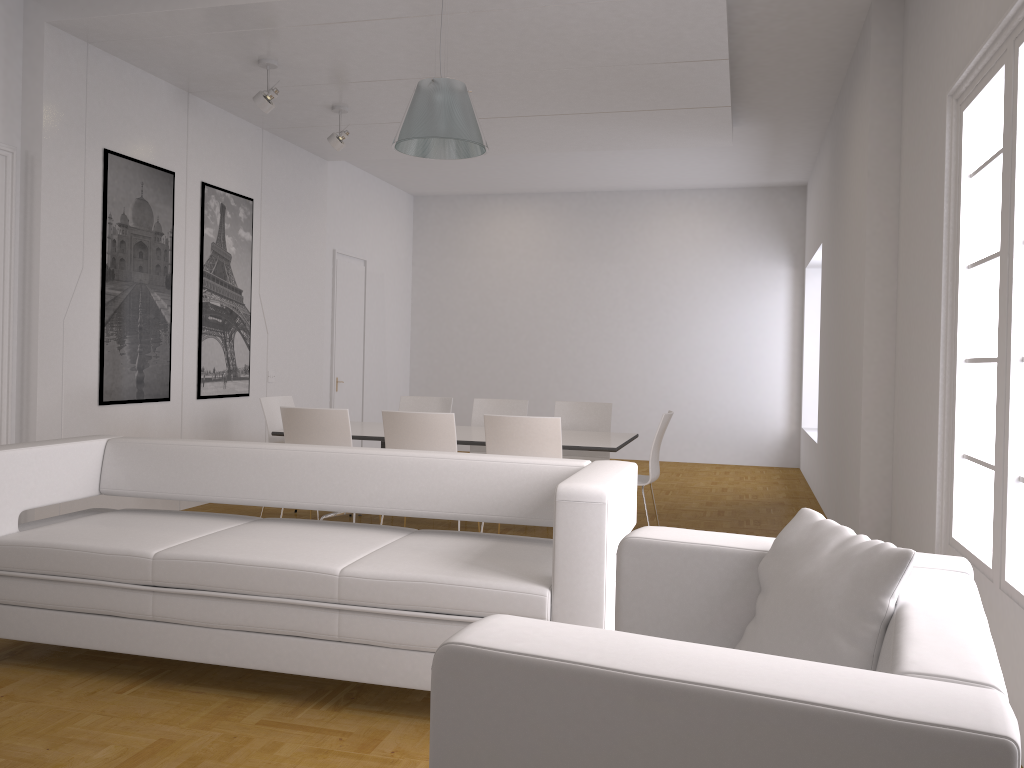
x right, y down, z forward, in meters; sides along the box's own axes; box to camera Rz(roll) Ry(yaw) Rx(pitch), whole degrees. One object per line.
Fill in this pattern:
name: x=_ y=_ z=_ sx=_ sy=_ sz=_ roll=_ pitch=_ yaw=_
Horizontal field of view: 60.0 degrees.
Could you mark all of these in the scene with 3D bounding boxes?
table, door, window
table: x=-0.364 y=0.714 z=6.452 sx=2.411 sy=0.722 sz=1.211 roll=2 pitch=1 yaw=15
door: x=-1.918 y=-0.291 z=10.367 sx=0.132 sy=2.453 sz=0.871 roll=1 pitch=0 yaw=15
window: x=1.595 y=-0.036 z=2.361 sx=0.195 sy=2.527 sz=3.351 roll=1 pitch=1 yaw=15

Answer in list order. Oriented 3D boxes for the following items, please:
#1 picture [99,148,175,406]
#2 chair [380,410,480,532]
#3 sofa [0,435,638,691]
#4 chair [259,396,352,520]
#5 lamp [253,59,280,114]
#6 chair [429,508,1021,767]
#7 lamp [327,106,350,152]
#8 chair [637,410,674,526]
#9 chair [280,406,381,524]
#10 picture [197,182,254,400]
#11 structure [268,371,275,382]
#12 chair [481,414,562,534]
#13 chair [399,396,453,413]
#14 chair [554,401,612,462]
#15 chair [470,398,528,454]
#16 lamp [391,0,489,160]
picture: x=-2.735 y=-0.748 z=6.510 sx=0.013 sy=1.780 sz=0.787 roll=1 pitch=1 yaw=15
chair: x=-0.530 y=0.630 z=5.690 sx=0.561 sy=0.931 sz=0.575 roll=1 pitch=1 yaw=15
sofa: x=-0.864 y=0.706 z=3.567 sx=2.623 sy=0.848 sz=0.822 roll=2 pitch=1 yaw=15
chair: x=-1.591 y=0.571 z=6.753 sx=0.575 sy=0.931 sz=0.561 roll=1 pitch=1 yaw=15
lamp: x=-1.749 y=-2.098 z=6.274 sx=0.167 sy=0.364 sz=0.173 roll=1 pitch=1 yaw=-33
chair: x=0.441 y=0.741 z=1.671 sx=0.801 sy=0.911 sz=1.096 roll=2 pitch=1 yaw=24
lamp: x=-1.457 y=-2.121 z=7.394 sx=0.167 sy=0.364 sz=0.173 roll=1 pitch=1 yaw=-33
chair: x=0.815 y=0.649 z=6.127 sx=0.575 sy=0.931 sz=0.561 roll=1 pitch=1 yaw=15
chair: x=-1.208 y=0.610 z=5.867 sx=0.561 sy=0.931 sz=0.575 roll=1 pitch=1 yaw=15
picture: x=-2.446 y=-0.770 z=7.614 sx=0.016 sy=1.780 sz=0.787 roll=1 pitch=1 yaw=15
structure: x=-2.273 y=-0.071 z=8.374 sx=0.013 sy=0.104 sz=0.114 roll=1 pitch=1 yaw=15
chair: x=0.109 y=0.649 z=5.523 sx=0.561 sy=0.931 sz=0.575 roll=1 pitch=1 yaw=15
chair: x=-0.803 y=0.580 z=7.370 sx=0.561 sy=0.931 sz=0.575 roll=1 pitch=1 yaw=15
chair: x=0.515 y=0.619 z=7.027 sx=0.561 sy=0.931 sz=0.575 roll=1 pitch=1 yaw=15
chair: x=-0.164 y=0.598 z=7.204 sx=0.561 sy=0.931 sz=0.575 roll=1 pitch=1 yaw=15
lamp: x=-0.327 y=-1.744 z=4.224 sx=0.464 sy=1.249 sz=0.464 roll=1 pitch=0 yaw=14
